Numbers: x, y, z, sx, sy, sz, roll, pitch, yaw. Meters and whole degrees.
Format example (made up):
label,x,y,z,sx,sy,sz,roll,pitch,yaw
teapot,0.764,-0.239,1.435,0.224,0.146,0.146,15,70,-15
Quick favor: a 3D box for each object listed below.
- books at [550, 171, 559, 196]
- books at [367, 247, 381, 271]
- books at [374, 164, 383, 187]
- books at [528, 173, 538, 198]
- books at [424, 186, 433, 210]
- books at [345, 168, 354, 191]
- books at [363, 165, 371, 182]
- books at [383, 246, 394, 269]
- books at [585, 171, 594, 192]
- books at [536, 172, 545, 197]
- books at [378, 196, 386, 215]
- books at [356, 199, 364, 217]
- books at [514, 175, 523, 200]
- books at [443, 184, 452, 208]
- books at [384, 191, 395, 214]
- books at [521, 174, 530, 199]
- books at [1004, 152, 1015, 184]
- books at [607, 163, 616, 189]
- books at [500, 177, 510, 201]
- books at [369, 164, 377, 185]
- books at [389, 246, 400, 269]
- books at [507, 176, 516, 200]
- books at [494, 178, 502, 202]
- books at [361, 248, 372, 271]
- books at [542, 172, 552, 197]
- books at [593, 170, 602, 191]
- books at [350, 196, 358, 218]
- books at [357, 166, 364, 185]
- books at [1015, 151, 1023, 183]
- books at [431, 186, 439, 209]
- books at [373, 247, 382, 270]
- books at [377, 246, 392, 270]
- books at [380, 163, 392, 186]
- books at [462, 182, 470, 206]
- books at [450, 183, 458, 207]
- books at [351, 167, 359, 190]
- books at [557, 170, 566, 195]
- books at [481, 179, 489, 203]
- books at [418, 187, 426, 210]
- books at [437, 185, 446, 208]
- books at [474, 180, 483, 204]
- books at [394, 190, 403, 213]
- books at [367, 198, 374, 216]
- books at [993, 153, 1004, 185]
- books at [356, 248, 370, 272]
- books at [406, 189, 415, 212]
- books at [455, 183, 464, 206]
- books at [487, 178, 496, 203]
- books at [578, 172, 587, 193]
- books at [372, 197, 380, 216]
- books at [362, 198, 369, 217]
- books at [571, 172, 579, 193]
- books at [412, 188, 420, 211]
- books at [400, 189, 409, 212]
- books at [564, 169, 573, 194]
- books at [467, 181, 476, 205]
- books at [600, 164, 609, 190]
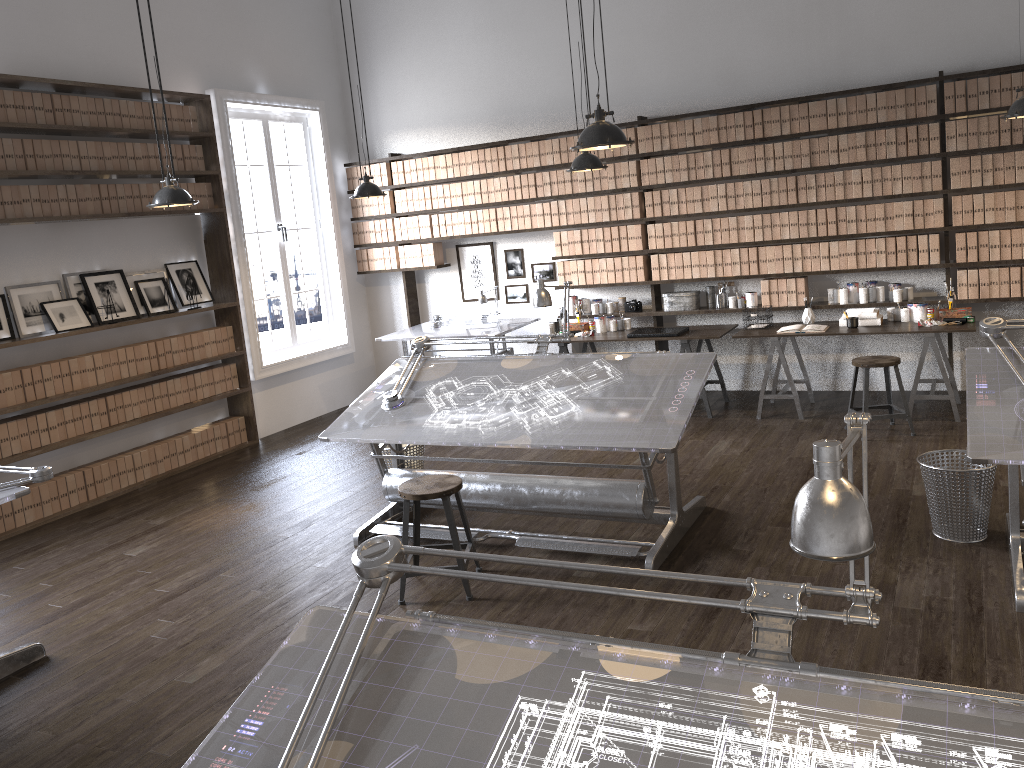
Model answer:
label,x,y,z,sx,sy,sz,roll,pitch,yaw
books,0.418,-1.820,8.037,0.066,0.224,0.176,-2,10,27
books,-1.392,-1.280,9.076,0.066,0.224,0.176,-2,10,28
books,-1.290,-2.090,8.864,0.067,0.224,0.176,-2,10,27
books,0.223,-1.818,8.132,0.067,0.224,0.176,-2,10,27
books,-0.776,-1.815,8.650,0.067,0.224,0.176,-2,10,28
books,-1.605,-2.089,9.026,0.067,0.224,0.176,-2,10,28
books,-1.412,-2.091,8.934,0.066,0.224,0.176,-2,10,28
books,-1.216,-1.279,8.978,0.066,0.224,0.176,-2,10,27
books,0.718,-1.820,7.876,0.067,0.224,0.176,-2,10,28
books,0.292,-1.820,8.103,0.066,0.224,0.176,-2,10,28
books,-1.265,-1.820,8.908,0.066,0.224,0.176,-2,10,27
books,-1.506,-1.818,9.028,0.067,0.224,0.176,-2,10,28
books,0.091,-1.818,8.204,0.066,0.224,0.176,-2,10,27
books,-0.581,-1.816,8.554,0.066,0.224,0.176,-2,10,28
books,-1.202,-1.820,8.875,0.066,0.224,0.176,-2,10,27
books,0.160,-1.819,8.171,0.066,0.224,0.176,-2,10,28
books,3.611,-1.568,6.430,0.066,0.224,0.176,-2,10,28
books,0.904,-1.820,7.778,0.067,0.224,0.176,-2,10,27
books,-0.031,-1.817,8.262,0.066,0.224,0.176,-2,10,27
books,-1.351,-2.091,8.900,0.066,0.224,0.176,-2,10,28
books,-1.150,-1.280,8.947,0.066,0.224,0.176,-2,10,27
books,0.033,-1.817,8.229,0.067,0.224,0.176,-2,10,28
books,-0.094,-1.818,8.299,0.066,0.224,0.176,-2,10,27
books,-1.460,-1.278,9.105,0.067,0.224,0.176,-2,10,27
books,0.353,-1.819,8.066,0.066,0.224,0.176,-2,10,28
books,0.782,-1.821,7.847,0.066,0.224,0.176,-2,10,27
books,-1.567,-1.818,9.064,0.066,0.224,0.176,-2,10,27
books,-1.475,-2.090,8.963,0.066,0.224,0.176,-2,10,27
books,3.672,-1.567,6.395,0.067,0.224,0.176,-2,10,27
books,-0.706,-1.816,8.620,0.066,0.224,0.176,-2,10,27
books,-1.334,-1.279,9.044,0.066,0.224,0.176,-2,10,27
books,-1.280,-1.279,9.011,0.067,0.224,0.176,-2,10,28
books,-1.225,-2.091,8.833,0.066,0.224,0.176,-2,10,28
books,-0.399,-1.817,8.459,0.066,0.224,0.176,-2,10,28
books,-0.518,-1.817,8.522,0.066,0.224,0.176,-2,10,28
books,-1.541,-2.089,8.993,0.066,0.224,0.176,-2,10,27
books,0.481,-1.820,8.004,0.066,0.224,0.176,-2,10,27
books,-0.217,-1.818,8.365,0.066,0.224,0.176,-2,10,28
books,-0.839,-1.816,8.689,0.066,0.224,0.176,-2,10,27
books,-0.645,-1.815,8.583,0.066,0.224,0.176,-2,10,27
books,-0.281,-1.817,8.394,0.067,0.224,0.176,-2,10,27
books,-1.083,-1.814,8.812,0.066,0.224,0.176,-2,10,28
books,-1.385,-1.819,8.969,0.066,0.224,0.176,-2,10,27
books,3.550,-1.568,6.464,0.066,0.224,0.176,-2,10,28
books,-1.524,-1.279,9.145,0.066,0.224,0.176,-2,10,28
books,-0.956,-1.814,8.742,0.067,0.224,0.176,-2,10,27
books,-0.460,-1.816,8.486,0.067,0.224,0.176,-2,10,27
books,-0.154,-1.818,8.334,0.066,0.224,0.176,-2,10,28
books,0.655,-1.820,7.911,0.066,0.224,0.176,-2,10,27
books,-1.328,-1.818,8.934,0.067,0.224,0.176,-2,10,28
books,-1.441,-1.818,8.996,0.066,0.224,0.176,-2,10,27
books,0.599,-1.820,7.941,0.066,0.224,0.176,-2,10,27
books,-0.898,-1.815,8.717,0.066,0.224,0.176,-2,10,28
books,-1.020,-1.814,8.775,0.066,0.224,0.176,-2,10,28
books,0.538,-1.819,7.968,0.067,0.224,0.176,-2,10,28
books,-0.344,-1.817,8.429,0.066,0.224,0.176,-2,10,28
books,0.845,-1.822,7.817,0.066,0.224,0.176,-2,10,27
